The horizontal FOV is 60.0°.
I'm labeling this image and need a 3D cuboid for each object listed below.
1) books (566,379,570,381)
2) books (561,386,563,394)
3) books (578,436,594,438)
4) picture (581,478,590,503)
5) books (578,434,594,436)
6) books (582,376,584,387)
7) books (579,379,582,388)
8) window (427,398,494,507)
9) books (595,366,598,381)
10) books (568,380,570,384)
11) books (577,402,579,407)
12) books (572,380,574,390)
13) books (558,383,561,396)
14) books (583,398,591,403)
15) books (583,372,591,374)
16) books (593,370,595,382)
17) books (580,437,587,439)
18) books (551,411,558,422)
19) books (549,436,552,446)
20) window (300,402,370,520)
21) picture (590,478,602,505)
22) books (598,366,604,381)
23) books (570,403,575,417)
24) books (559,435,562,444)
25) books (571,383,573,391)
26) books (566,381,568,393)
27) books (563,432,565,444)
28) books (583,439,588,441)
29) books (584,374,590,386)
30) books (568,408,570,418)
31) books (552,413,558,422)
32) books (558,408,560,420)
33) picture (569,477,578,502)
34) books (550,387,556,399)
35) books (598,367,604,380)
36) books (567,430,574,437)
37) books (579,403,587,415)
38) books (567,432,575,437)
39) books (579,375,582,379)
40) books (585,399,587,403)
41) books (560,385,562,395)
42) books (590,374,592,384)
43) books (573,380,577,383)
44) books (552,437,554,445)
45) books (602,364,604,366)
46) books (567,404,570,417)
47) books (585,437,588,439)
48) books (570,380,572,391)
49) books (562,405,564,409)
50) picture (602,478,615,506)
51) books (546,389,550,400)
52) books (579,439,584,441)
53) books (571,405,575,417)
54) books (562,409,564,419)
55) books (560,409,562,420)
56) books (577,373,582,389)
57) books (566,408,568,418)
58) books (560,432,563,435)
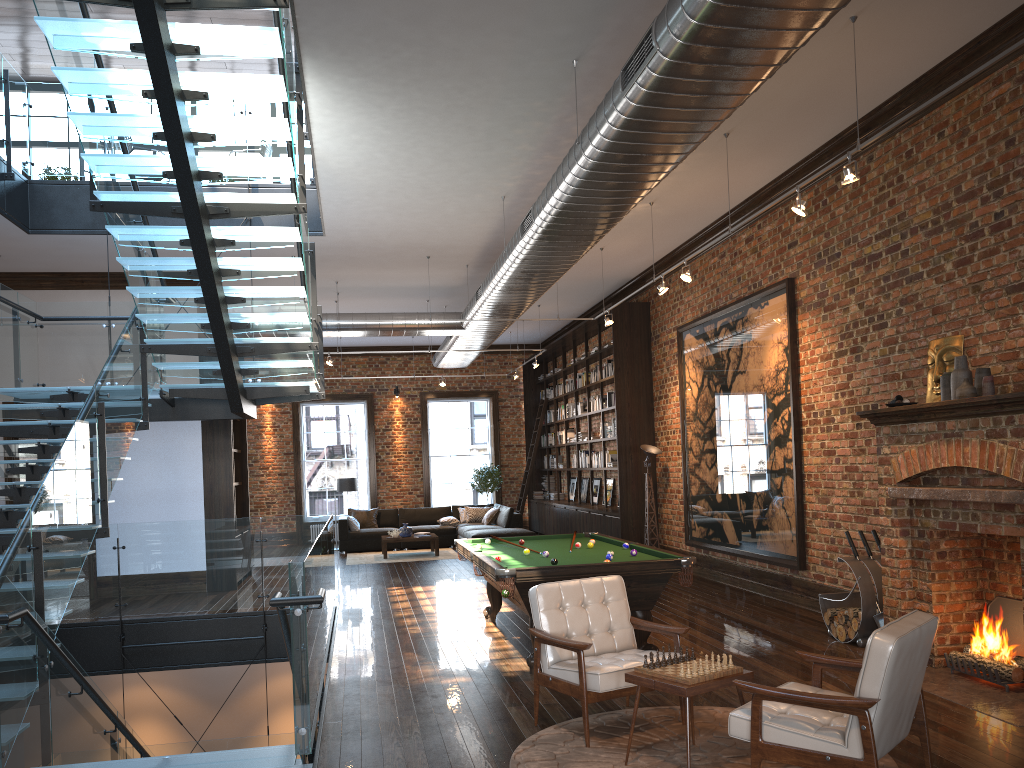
[{"bbox_3d":[1.199,0.061,18.267,0.166,0.315,0.016,-2,0,-10],"label":"books"},{"bbox_3d":[1.123,0.147,18.582,0.178,0.208,0.033,-2,-1,-10],"label":"books"},{"bbox_3d":[1.427,1.018,17.011,0.292,0.008,0.159,-2,-5,-7],"label":"books"},{"bbox_3d":[1.440,2.109,17.615,0.112,0.497,0.509,-2,-3,-10],"label":"picture"},{"bbox_3d":[1.425,0.980,17.012,0.282,0.010,0.170,-1,-5,-11],"label":"books"},{"bbox_3d":[1.423,-0.043,16.829,0.191,0.239,0.008,-2,0,-10],"label":"books"},{"bbox_3d":[1.381,0.000,17.069,0.193,0.202,0.027,-2,-1,-10],"label":"books"},{"bbox_3d":[-1.219,1.717,20.791,1.519,2.748,0.155,-2,0,-10],"label":"window"},{"bbox_3d":[1.587,-0.166,15.888,0.183,0.299,0.018,-2,0,-10],"label":"books"},{"bbox_3d":[1.231,0.054,18.041,0.159,0.285,0.014,-2,0,-10],"label":"books"},{"bbox_3d":[1.356,0.493,17.354,0.190,0.284,0.013,-2,0,-10],"label":"books"},{"bbox_3d":[1.293,0.038,17.685,0.168,0.248,0.072,-2,-1,-10],"label":"books"},{"bbox_3d":[1.067,0.137,18.931,0.163,0.297,0.029,-2,-1,-10],"label":"books"},{"bbox_3d":[1.440,0.429,16.972,0.155,0.334,0.014,-2,0,-10],"label":"books"},{"bbox_3d":[1.436,-0.070,16.858,0.181,0.298,0.009,-2,0,-10],"label":"books"},{"bbox_3d":[1.564,-0.131,16.037,0.184,0.258,0.032,-2,-1,-10],"label":"books"},{"bbox_3d":[1.429,1.034,17.005,0.209,0.013,0.149,-2,-5,-7],"label":"books"},{"bbox_3d":[0.969,0.731,19.599,0.183,0.254,0.046,-2,-1,-10],"label":"books"},{"bbox_3d":[0.939,1.268,19.793,0.231,0.224,0.024,-2,-1,-10],"label":"books"},{"bbox_3d":[-4.036,1.779,20.298,1.519,2.748,0.155,-2,0,-10],"label":"window"},{"bbox_3d":[1.585,2.027,16.784,0.112,0.497,0.509,-2,-3,-10],"label":"picture"},{"bbox_3d":[1.625,-0.179,15.757,0.188,0.297,0.015,-2,0,-10],"label":"books"},{"bbox_3d":[1.263,0.543,17.956,0.175,0.302,0.067,-2,-1,-10],"label":"books"},{"bbox_3d":[1.108,1.183,18.829,0.236,0.202,0.046,-2,-1,-10],"label":"books"},{"bbox_3d":[1.280,0.072,17.768,0.166,0.194,0.030,-2,-1,-10],"label":"books"},{"bbox_3d":[1.205,0.073,18.134,0.192,0.266,0.016,-2,0,-10],"label":"books"},{"bbox_3d":[1.169,1.130,18.548,0.184,0.251,0.014,-2,0,-10],"label":"books"},{"bbox_3d":[1.477,1.062,16.767,0.204,0.035,0.268,-1,-5,-9],"label":"books"},{"bbox_3d":[1.454,-0.063,16.710,0.190,0.254,0.062,-2,-1,-10],"label":"books"},{"bbox_3d":[1.244,0.597,18.074,0.182,0.217,0.034,-2,-1,-10],"label":"books"},{"bbox_3d":[0.981,0.748,19.534,0.185,0.210,0.069,-2,-1,-10],"label":"books"},{"bbox_3d":[1.084,0.657,18.990,0.174,0.282,0.113,-2,-1,-10],"label":"books"},{"bbox_3d":[1.272,2.205,18.582,0.112,0.497,0.509,-2,-3,-10],"label":"picture"},{"bbox_3d":[0.942,0.213,19.611,0.190,0.279,0.017,-2,0,-10],"label":"books"},{"bbox_3d":[1.621,-0.171,15.744,0.180,0.278,0.009,-2,0,-10],"label":"books"},{"bbox_3d":[1.200,1.098,18.398,0.188,0.287,0.013,-2,0,-10],"label":"books"},{"bbox_3d":[1.429,0.474,16.907,0.272,0.240,0.083,-2,-1,-10],"label":"books"},{"bbox_3d":[1.228,1.120,18.349,0.147,0.232,0.036,-2,-1,-10],"label":"books"},{"bbox_3d":[1.381,-0.031,17.103,0.180,0.270,0.011,-2,0,-10],"label":"books"},{"bbox_3d":[1.460,0.445,16.962,0.133,0.299,0.012,-2,0,-10],"label":"books"},{"bbox_3d":[1.102,0.150,18.770,0.156,0.237,0.034,-2,-1,-10],"label":"books"},{"bbox_3d":[1.529,-0.081,16.277,0.183,0.206,0.053,-2,-1,-10],"label":"books"},{"bbox_3d":[1.301,0.034,17.651,0.143,0.250,0.078,-2,-1,-10],"label":"books"},{"bbox_3d":[0.986,1.266,19.633,0.175,0.195,0.031,-2,-1,-10],"label":"books"},{"bbox_3d":[1.649,-0.190,15.781,0.133,0.321,0.009,-2,0,-10],"label":"books"},{"bbox_3d":[1.226,0.557,18.149,0.183,0.313,0.013,-2,0,-10],"label":"books"},{"bbox_3d":[1.485,1.021,16.769,0.173,0.018,0.239,-2,-5,-6],"label":"books"},{"bbox_3d":[1.263,0.049,17.822,0.185,0.253,0.030,-2,-1,-10],"label":"books"},{"bbox_3d":[1.139,0.605,18.639,0.171,0.315,0.014,-2,0,-10],"label":"books"},{"bbox_3d":[1.735,1.941,15.925,0.112,0.497,0.509,-2,-3,-10],"label":"picture"},{"bbox_3d":[0.890,0.249,19.818,0.234,0.252,0.028,-2,-1,-10],"label":"books"},{"bbox_3d":[1.430,1.074,17.007,0.243,0.025,0.161,-1,-5,-11],"label":"books"},{"bbox_3d":[1.282,0.553,17.785,0.191,0.249,0.024,-2,-1,-10],"label":"books"},{"bbox_3d":[1.146,0.639,18.615,0.181,0.241,0.036,-2,-1,-10],"label":"books"},{"bbox_3d":[1.111,0.649,18.789,0.174,0.256,0.027,-2,-1,-10],"label":"books"},{"bbox_3d":[1.361,-0.045,17.247,0.186,0.328,0.069,-2,-1,-10],"label":"books"},{"bbox_3d":[1.212,0.607,18.214,0.191,0.226,0.025,-2,-1,-10],"label":"books"},{"bbox_3d":[1.124,1.156,18.876,0.177,0.263,0.042,-2,-1,-10],"label":"books"}]
